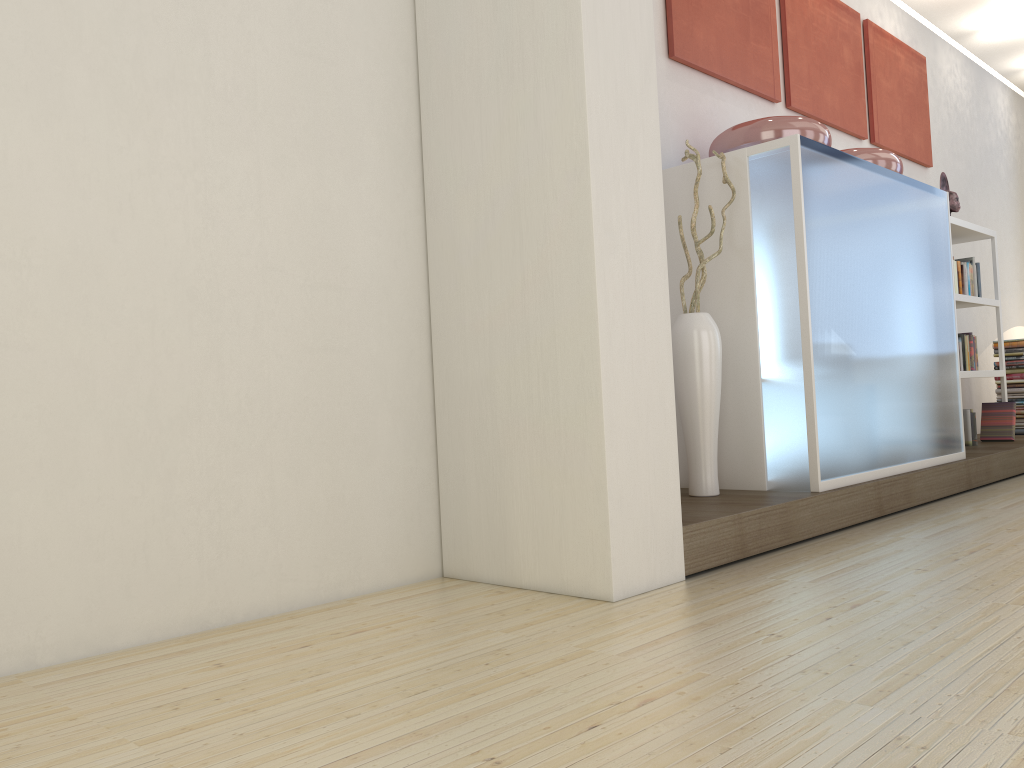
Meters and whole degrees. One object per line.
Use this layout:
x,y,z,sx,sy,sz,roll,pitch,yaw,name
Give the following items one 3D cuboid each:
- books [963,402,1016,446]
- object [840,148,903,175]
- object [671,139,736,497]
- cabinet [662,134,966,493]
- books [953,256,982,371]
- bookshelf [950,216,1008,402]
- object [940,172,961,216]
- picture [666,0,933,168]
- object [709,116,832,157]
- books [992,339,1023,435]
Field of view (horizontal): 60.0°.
2.797,0.252,5.558,1.125,0.281,0.274,-2,-2,-38,books
1.726,-1.079,4.571,0.534,0.206,0.546,-3,-2,-9,object
0.770,-0.269,3.548,0.277,1.422,0.250,-2,-2,-42,object
1.489,-0.274,4.268,0.689,1.396,1.670,-4,-2,45,cabinet
2.728,-0.445,5.568,0.215,0.743,0.831,-4,-2,45,books
2.545,-0.296,5.496,0.465,1.396,1.599,-4,-2,45,bookshelf
2.891,-1.208,5.897,0.133,0.409,0.138,-3,-2,1,object
1.841,-1.915,5.201,0.030,0.794,3.227,-4,-2,45,picture
1.160,-1.065,4.002,0.534,0.206,0.546,-4,-2,32,object
3.723,0.020,6.505,0.329,0.694,0.270,-4,-2,45,books
